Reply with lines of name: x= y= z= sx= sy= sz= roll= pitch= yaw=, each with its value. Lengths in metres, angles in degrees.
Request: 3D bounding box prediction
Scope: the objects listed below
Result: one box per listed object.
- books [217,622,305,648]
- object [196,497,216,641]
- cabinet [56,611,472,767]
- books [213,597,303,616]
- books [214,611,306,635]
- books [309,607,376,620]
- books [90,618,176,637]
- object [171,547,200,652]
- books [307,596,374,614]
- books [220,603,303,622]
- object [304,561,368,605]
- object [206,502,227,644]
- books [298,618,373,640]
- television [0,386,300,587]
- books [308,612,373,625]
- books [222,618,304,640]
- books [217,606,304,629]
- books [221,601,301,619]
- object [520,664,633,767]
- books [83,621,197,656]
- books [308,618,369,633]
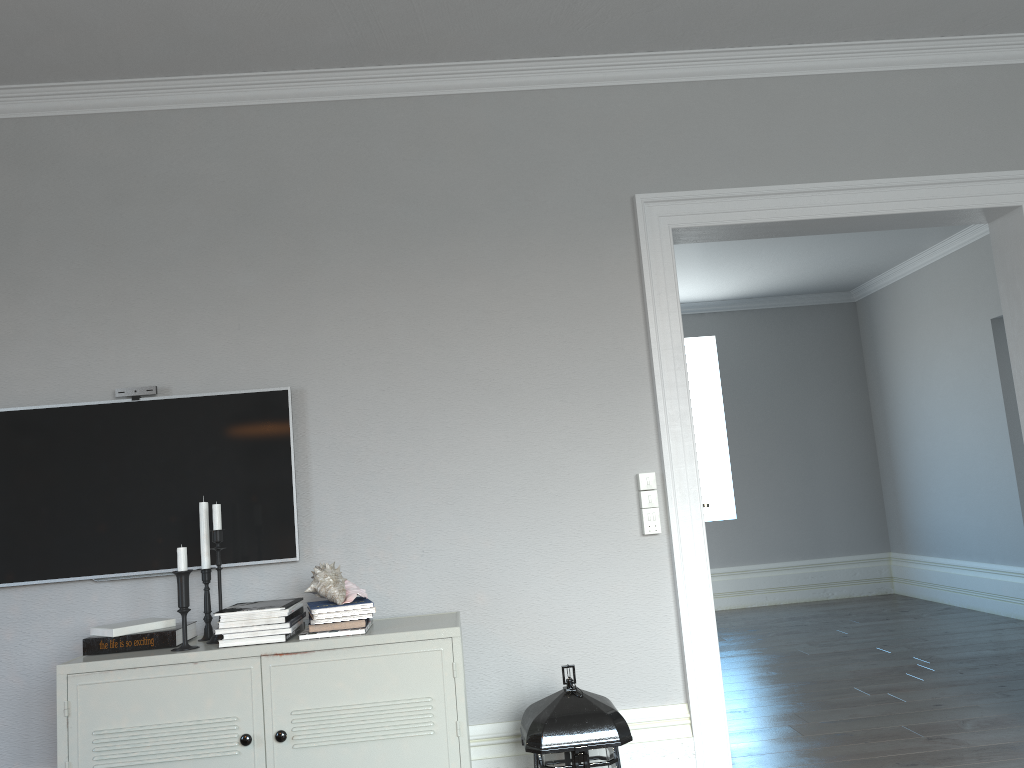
books: x=-0.766 y=0.771 z=2.731 sx=0.200 sy=0.022 sz=0.271 roll=-5 pitch=-7 yaw=-2
object: x=-0.982 y=0.588 z=2.847 sx=0.066 sy=0.457 sz=0.066 roll=1 pitch=-10 yaw=-36
cabinet: x=-0.702 y=1.152 z=2.681 sx=1.152 sy=0.758 sz=0.408 roll=-4 pitch=-8 yaw=-4
books: x=-0.776 y=0.686 z=2.736 sx=0.212 sy=0.008 sz=0.263 roll=-5 pitch=-7 yaw=-3
books: x=-0.770 y=0.736 z=2.736 sx=0.222 sy=0.016 sz=0.271 roll=-4 pitch=-7 yaw=-4
books: x=-0.530 y=0.700 z=2.749 sx=0.184 sy=0.017 sz=0.235 roll=-3 pitch=-8 yaw=-16
books: x=-1.189 y=0.762 z=2.782 sx=0.160 sy=0.024 sz=0.199 roll=-11 pitch=-10 yaw=40
object: x=-0.986 y=0.638 z=2.661 sx=0.083 sy=0.311 sz=0.082 roll=-1 pitch=-9 yaw=-26
books: x=-0.536 y=0.685 z=2.751 sx=0.184 sy=0.014 sz=0.235 roll=-3 pitch=-8 yaw=-16
books: x=-0.767 y=0.704 z=2.736 sx=0.196 sy=0.010 sz=0.265 roll=-4 pitch=-7 yaw=-4
object: x=-0.550 y=0.617 z=2.764 sx=0.192 sy=0.127 sz=0.194 roll=-3 pitch=-8 yaw=-11
object: x=-0.914 y=0.584 z=2.767 sx=0.092 sy=0.432 sz=0.092 roll=3 pitch=-11 yaw=-44
books: x=-0.539 y=0.757 z=2.742 sx=0.196 sy=0.014 sz=0.243 roll=-4 pitch=-7 yaw=-4
television: x=-1.291 y=0.337 z=3.086 sx=1.063 sy=0.658 sz=0.041 roll=-4 pitch=-8 yaw=-4
books: x=-0.534 y=0.716 z=2.750 sx=0.184 sy=0.014 sz=0.235 roll=-3 pitch=-8 yaw=-14
books: x=-0.760 y=0.750 z=2.726 sx=0.200 sy=0.016 sz=0.253 roll=-4 pitch=-7 yaw=-6
books: x=-0.768 y=0.718 z=2.729 sx=0.200 sy=0.019 sz=0.251 roll=-5 pitch=-7 yaw=-2
books: x=-0.768 y=0.694 z=2.732 sx=0.196 sy=0.010 sz=0.260 roll=-4 pitch=-7 yaw=-6
object: x=0.196 y=1.153 z=2.673 sx=0.323 sy=0.599 sz=0.323 roll=-4 pitch=-8 yaw=-4
books: x=-1.161 y=0.797 z=2.784 sx=0.276 sy=0.049 sz=0.218 roll=-4 pitch=-7 yaw=-4
books: x=-0.534 y=0.738 z=2.761 sx=0.175 sy=0.027 sz=0.238 roll=-4 pitch=-7 yaw=-7
